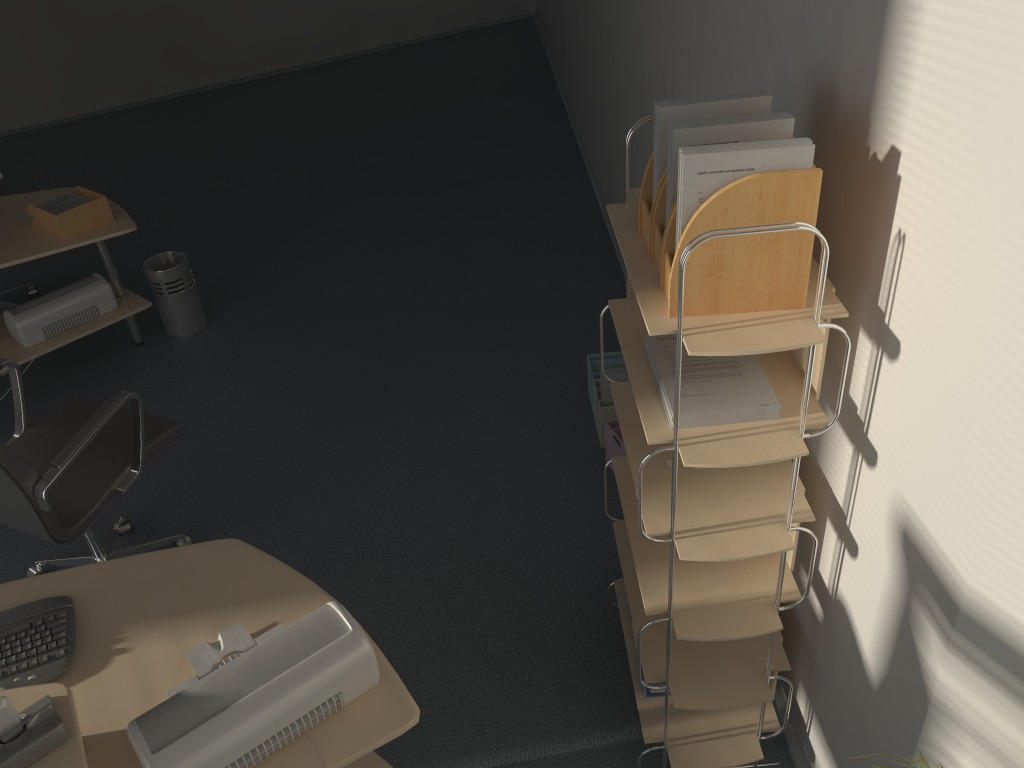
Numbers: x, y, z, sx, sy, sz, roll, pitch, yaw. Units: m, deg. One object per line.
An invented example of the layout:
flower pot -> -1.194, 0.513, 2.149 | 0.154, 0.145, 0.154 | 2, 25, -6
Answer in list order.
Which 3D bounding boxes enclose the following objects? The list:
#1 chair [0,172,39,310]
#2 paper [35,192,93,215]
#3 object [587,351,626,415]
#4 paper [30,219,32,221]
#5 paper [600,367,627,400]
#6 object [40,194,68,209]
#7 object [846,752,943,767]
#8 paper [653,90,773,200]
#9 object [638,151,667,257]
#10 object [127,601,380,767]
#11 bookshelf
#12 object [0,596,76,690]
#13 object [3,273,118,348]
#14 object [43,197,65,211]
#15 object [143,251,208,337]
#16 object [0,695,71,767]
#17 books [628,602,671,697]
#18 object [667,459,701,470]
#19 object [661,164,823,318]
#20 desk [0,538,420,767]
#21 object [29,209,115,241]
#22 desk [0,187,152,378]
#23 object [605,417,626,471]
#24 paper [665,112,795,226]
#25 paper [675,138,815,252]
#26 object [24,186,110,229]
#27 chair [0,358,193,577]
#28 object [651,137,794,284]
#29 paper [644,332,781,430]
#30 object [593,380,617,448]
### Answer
chair -> -2.808, -0.772, 4.423 | 0.584, 1.048, 0.652 | -32, 43, -32
paper -> -1.901, -0.750, 3.784 | 0.297, 0.010, 0.210 | 22, 44, 33
object -> 0.443, 0.003, 3.631 | 0.245, 0.202, 0.185 | -6, 35, 0
paper -> -1.897, -0.708, 3.814 | 0.297, 0.019, 0.210 | 22, 44, 33
paper -> 0.450, 0.060, 3.427 | 0.220, 0.306, 0.068 | -6, 35, 0
object -> -1.981, -0.789, 3.836 | 0.008, 0.009, 0.159 | 11, 38, 21
object -> 0.582, 1.053, 1.314 | 0.544, 1.147, 0.644 | -5, 35, 1
paper -> 0.384, -0.412, 1.735 | 0.213, 0.297, 0.045 | -7, 35, -2
object -> 0.383, -0.407, 1.763 | 0.243, 0.259, 0.113 | -7, 35, -2
object -> -0.533, 0.558, 1.733 | 0.438, 0.162, 0.351 | -28, 41, -28
bookshelf -> 0.444, 0.221, 2.129 | 0.381, 1.572, 0.724 | -5, 35, 0
object -> -1.068, 0.760, 1.683 | 0.478, 0.082, 0.814 | -17, 37, -16
object -> -2.088, -0.371, 4.036 | 0.351, 0.162, 0.438 | 26, 46, 37
object -> -1.971, -0.773, 3.812 | 0.008, 0.009, 0.159 | 5, 37, 15
object -> -1.662, -0.440, 4.393 | 0.208, 0.377, 0.208 | 4, 36, 13
object -> -0.863, 0.566, 1.502 | 0.150, 0.151, 0.119 | -32, 43, -33
books -> 0.478, 0.710, 2.491 | 0.262, 0.072, 0.320 | -5, 35, 1
object -> 0.407, 0.071, 2.031 | 0.077, 0.161, 0.192 | 5, 37, 15
object -> 0.393, -0.265, 1.560 | 0.243, 0.259, 0.113 | -4, 35, 3
desk -> -1.047, 0.632, 1.754 | 1.469, 1.566, 0.967 | -22, 38, -22
object -> -1.897, -0.717, 3.806 | 0.309, 0.060, 0.225 | 22, 44, 33
desk -> -2.457, -0.672, 3.785 | 1.469, 1.566, 0.967 | -22, 38, -22
object -> 0.497, 0.235, 3.296 | 0.245, 0.202, 0.185 | -17, 37, -15
paper -> 0.393, -0.341, 1.634 | 0.213, 0.297, 0.045 | -5, 35, 0
paper -> 0.393, -0.269, 1.532 | 0.213, 0.297, 0.045 | -4, 35, 3
object -> -1.902, -0.763, 3.774 | 0.309, 0.060, 0.225 | 22, 44, 33
chair -> -1.434, 0.266, 2.771 | 0.584, 1.048, 0.652 | 12, 39, 23
object -> 0.392, -0.337, 1.662 | 0.243, 0.259, 0.113 | -5, 35, 0
paper -> 0.406, -0.021, 1.839 | 0.213, 0.046, 0.297 | -6, 35, 0
object -> 0.455, 0.109, 3.480 | 0.245, 0.202, 0.185 | -6, 35, 0
